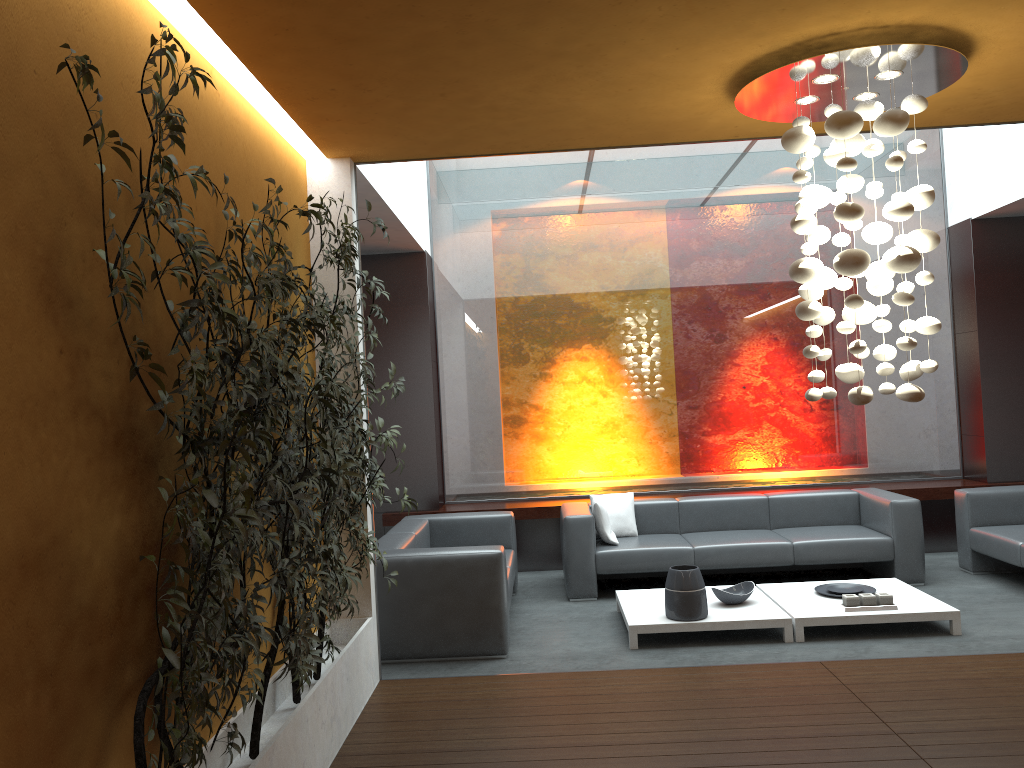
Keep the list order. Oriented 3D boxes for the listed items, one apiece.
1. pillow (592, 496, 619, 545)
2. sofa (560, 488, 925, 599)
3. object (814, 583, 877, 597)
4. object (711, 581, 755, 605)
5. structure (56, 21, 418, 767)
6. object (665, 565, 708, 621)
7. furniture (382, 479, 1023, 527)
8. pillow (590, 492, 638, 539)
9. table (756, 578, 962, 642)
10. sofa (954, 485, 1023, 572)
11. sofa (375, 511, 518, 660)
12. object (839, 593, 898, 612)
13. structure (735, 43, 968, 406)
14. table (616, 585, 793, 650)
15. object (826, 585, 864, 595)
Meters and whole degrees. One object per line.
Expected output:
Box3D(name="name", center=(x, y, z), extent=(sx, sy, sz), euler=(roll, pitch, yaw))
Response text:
Box3D(name="pillow", center=(0.742, 1.103, 7.163), extent=(0.186, 0.358, 0.376), euler=(-3, -1, 1))
Box3D(name="sofa", center=(1.792, 1.271, 7.253), extent=(2.781, 0.652, 0.943), euler=(-3, -1, 2))
Box3D(name="object", center=(2.259, 1.405, 6.015), extent=(0.394, 0.027, 0.394), euler=(-3, -1, 19))
Box3D(name="object", center=(1.473, 1.396, 5.895), extent=(0.317, 0.125, 0.223), euler=(-2, -1, -31))
Box3D(name="structure", center=(-0.856, 0.168, 3.485), extent=(0.622, 2.483, 3.166), euler=(-3, -1, 1))
Box3D(name="object", center=(1.098, 1.317, 5.615), extent=(0.265, 0.309, 0.265), euler=(-2, -1, -26))
Box3D(name="furniture", center=(1.822, 1.091, 8.290), extent=(6.000, 0.109, 0.600), euler=(-3, -1, 2))
Box3D(name="pillow", center=(0.851, 1.101, 7.429), extent=(0.376, 0.361, 0.169), euler=(-3, -1, 0))
Box3D(name="table", center=(2.256, 1.492, 5.921), extent=(1.000, 0.150, 1.000), euler=(-3, -1, 2))
Box3D(name="sofa", center=(4.054, 1.132, 6.269), extent=(0.943, 0.652, 2.025), euler=(-3, -1, 2))
Box3D(name="sofa", center=(-0.461, 1.374, 6.422), extent=(0.943, 0.652, 2.025), euler=(-3, -1, 2))
Box3D(name="object", center=(2.233, 1.363, 5.567), extent=(0.326, 0.097, 0.118), euler=(-3, -1, 2))
Box3D(name="structure", center=(1.581, -0.672, 4.083), extent=(1.002, 1.529, 1.002), euler=(-2, -1, -39))
Box3D(name="table", center=(1.241, 1.547, 5.955), extent=(1.000, 0.150, 1.000), euler=(-3, -1, 2))
Box3D(name="object", center=(2.259, 1.402, 6.015), extent=(0.239, 0.027, 0.239), euler=(-2, -1, -26))
